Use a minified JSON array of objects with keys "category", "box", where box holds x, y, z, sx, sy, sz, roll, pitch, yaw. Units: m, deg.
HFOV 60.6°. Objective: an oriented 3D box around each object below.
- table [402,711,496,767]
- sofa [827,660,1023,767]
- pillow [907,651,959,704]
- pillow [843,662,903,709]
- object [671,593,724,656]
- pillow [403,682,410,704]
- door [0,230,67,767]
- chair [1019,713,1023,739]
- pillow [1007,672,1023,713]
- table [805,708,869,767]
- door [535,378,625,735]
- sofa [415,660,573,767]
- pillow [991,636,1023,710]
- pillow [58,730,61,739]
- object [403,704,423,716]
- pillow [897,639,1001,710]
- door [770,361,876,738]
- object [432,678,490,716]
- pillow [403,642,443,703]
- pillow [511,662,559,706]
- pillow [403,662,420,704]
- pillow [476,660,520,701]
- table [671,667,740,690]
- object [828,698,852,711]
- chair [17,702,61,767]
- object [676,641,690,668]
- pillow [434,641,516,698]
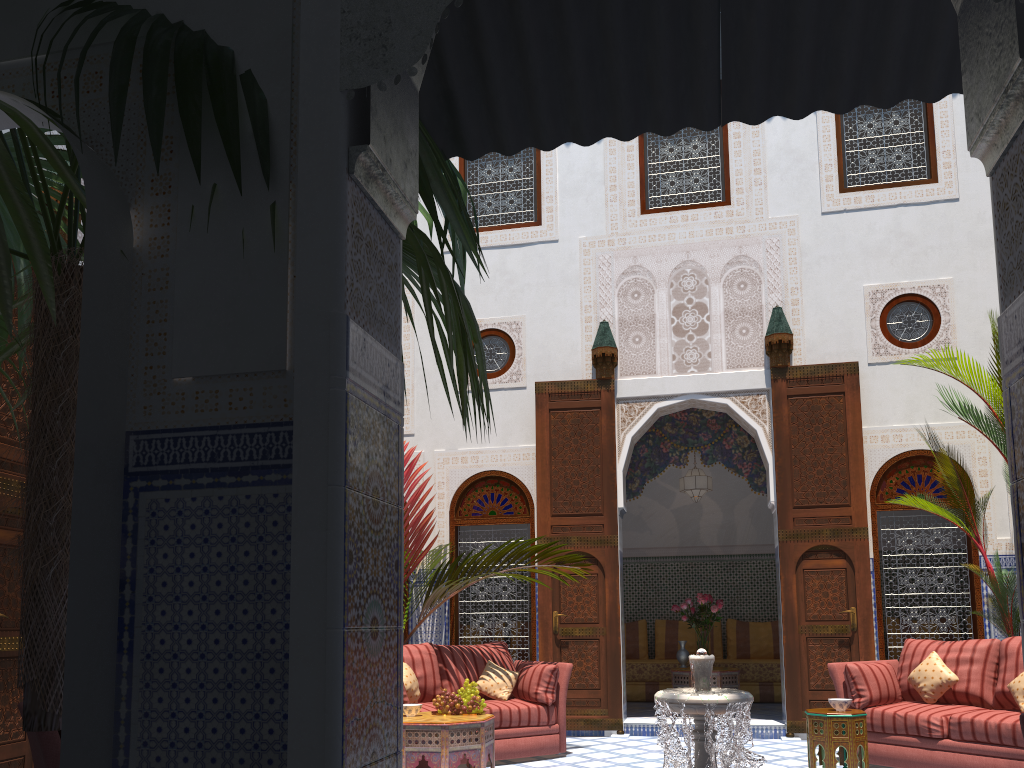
[{"category":"table","box":[-0.367,1.841,4.419,0.538,0.317,0.552,-3,-13,12]},{"category":"sofa","box":[2.442,1.728,4.542,0.737,0.529,1.390,7,-16,-32]},{"category":"pillow","box":[2.273,1.588,4.747,0.131,0.272,0.308,3,-12,-22]},{"category":"pillow","box":[2.010,1.678,4.873,0.382,0.248,0.191,7,-13,-31]},{"category":"object","box":[1.504,1.969,7.002,0.452,0.584,0.339,-8,-12,38]},{"category":"pillow","box":[-0.699,1.684,4.790,0.188,0.247,0.387,5,-14,-31]},{"category":"door","box":[-2.063,0.525,3.632,0.124,2.468,0.594,-1,-7,7]},{"category":"chair","box":[1.848,1.090,2.186,0.818,0.530,0.741,8,-15,-32]},{"category":"pillow","box":[2.542,1.471,4.281,0.148,0.253,0.287,-2,-12,11]},{"category":"table","box":[1.664,1.838,4.486,0.291,0.318,0.294,6,-13,-32]},{"category":"door","box":[0.471,1.201,6.204,0.583,2.468,0.126,-2,-7,7]},{"category":"sofa","box":[-0.380,1.939,5.201,1.371,0.530,0.747,9,-15,-32]},{"category":"pillow","box":[2.721,1.469,4.407,0.308,0.393,0.570,7,-14,-36]},{"category":"pillow","box":[-1.302,1.073,2.773,0.303,0.371,0.593,6,-14,-32]},{"category":"object","box":[-0.516,1.665,4.468,0.119,0.056,0.120,11,-18,-39]},{"category":"pillow","box":[2.420,1.607,4.873,0.303,0.371,0.593,6,-14,-32]},{"category":"door","box":[2.085,1.096,5.881,0.584,2.468,0.126,-2,-7,12]},{"category":"object","box":[-0.269,1.654,4.555,0.306,0.234,0.222,1,-11,-7]},{"category":"pillow","box":[-0.693,1.736,5.207,0.585,0.383,0.296,8,-13,-32]},{"category":"pillow","box":[0.138,1.820,5.333,0.188,0.237,0.404,6,-14,-31]},{"category":"pillow","box":[-0.591,1.696,4.971,0.133,0.268,0.311,-3,-12,13]},{"category":"pillow","box":[-0.096,1.804,5.334,0.266,0.231,0.149,-4,-10,14]},{"category":"table","box":[1.543,2.430,6.974,0.538,0.317,0.552,-3,-13,12]},{"category":"object","box":[1.691,1.653,4.512,0.119,0.056,0.121,-7,-15,24]},{"category":"chair","box":[-1.174,1.298,2.825,0.731,0.530,0.829,7,-15,-32]},{"category":"object","box":[1.370,2.166,7.022,0.106,0.209,0.108,-3,-9,17]},{"category":"pillow","box":[-0.223,1.813,5.515,0.564,0.367,0.326,7,-13,-32]}]
